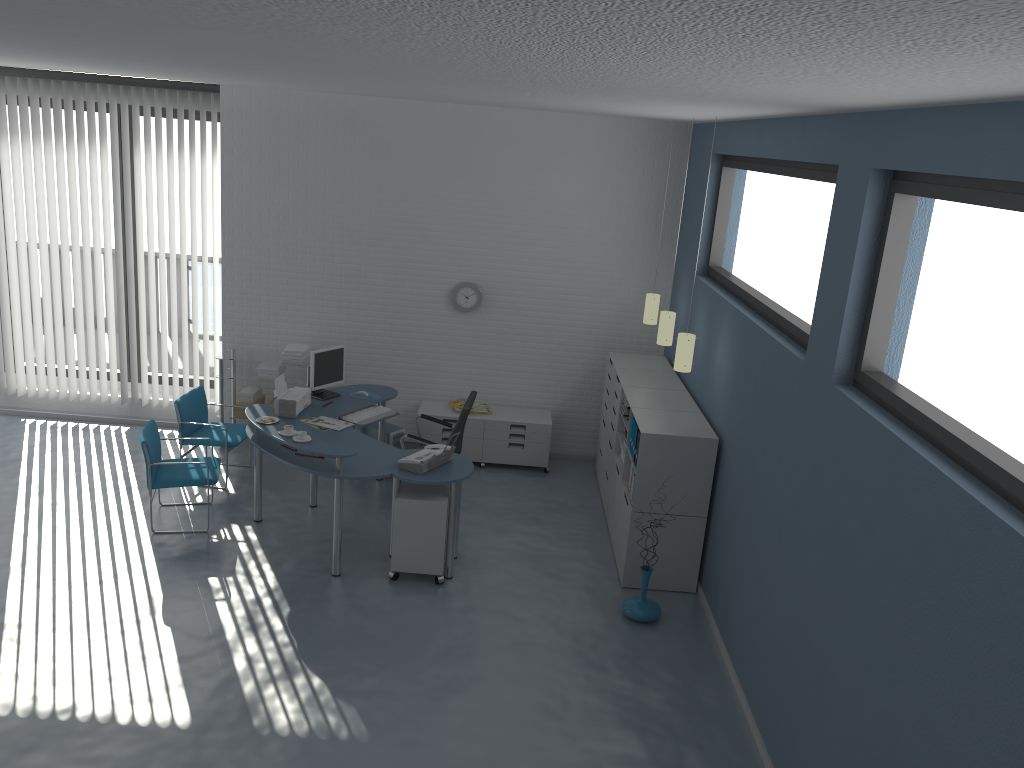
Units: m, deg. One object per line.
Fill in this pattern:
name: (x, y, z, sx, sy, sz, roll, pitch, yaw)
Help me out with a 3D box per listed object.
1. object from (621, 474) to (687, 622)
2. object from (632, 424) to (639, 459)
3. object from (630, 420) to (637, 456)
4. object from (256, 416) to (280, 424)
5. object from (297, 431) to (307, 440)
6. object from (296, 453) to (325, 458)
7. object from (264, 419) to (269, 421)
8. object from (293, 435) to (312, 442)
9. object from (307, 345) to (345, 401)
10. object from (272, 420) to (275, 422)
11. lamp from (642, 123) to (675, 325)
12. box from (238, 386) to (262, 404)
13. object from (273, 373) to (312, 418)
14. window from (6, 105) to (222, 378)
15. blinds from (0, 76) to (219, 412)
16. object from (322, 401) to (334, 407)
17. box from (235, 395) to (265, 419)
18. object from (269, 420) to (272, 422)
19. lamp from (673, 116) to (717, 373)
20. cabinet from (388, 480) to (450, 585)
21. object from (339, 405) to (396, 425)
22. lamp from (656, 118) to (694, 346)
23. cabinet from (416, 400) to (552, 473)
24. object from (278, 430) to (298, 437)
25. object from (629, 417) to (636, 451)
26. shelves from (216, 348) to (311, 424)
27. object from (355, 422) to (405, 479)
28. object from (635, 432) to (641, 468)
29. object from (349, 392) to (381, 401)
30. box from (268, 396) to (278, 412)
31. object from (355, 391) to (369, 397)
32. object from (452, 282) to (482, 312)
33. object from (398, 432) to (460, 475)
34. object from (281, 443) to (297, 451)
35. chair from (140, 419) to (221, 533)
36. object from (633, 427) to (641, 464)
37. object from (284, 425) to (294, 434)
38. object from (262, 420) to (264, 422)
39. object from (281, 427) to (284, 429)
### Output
object: (0.880, 1.072, 5.684, 0.312, 0.972, 0.357, -3, 17, -25)
object: (0.950, 0.414, 6.229, 0.181, 0.247, 0.082, 5, 16, -1)
object: (0.951, 0.392, 6.310, 0.181, 0.247, 0.082, 5, 16, -1)
object: (-1.722, 0.258, 6.252, 0.162, 0.011, 0.162, 18, 21, 40)
object: (-1.403, 0.345, 5.948, 0.062, 0.049, 0.078, 10, 17, 20)
object: (-1.378, 0.489, 6.060, 0.200, 0.010, 0.011, 7, 16, 8)
object: (-1.732, 0.253, 6.255, 0.025, 0.005, 0.027, 6, 16, 4)
object: (-1.408, 0.370, 5.948, 0.119, 0.016, 0.119, -1, 17, -21)
object: (-1.569, -0.103, 7.357, 0.212, 0.417, 0.365, 14, 18, 31)
object: (-1.687, 0.259, 6.262, 0.025, 0.005, 0.027, -5, 19, -32)
lamp: (1.269, -1.383, 7.467, 0.120, 1.786, 0.120, -9, 21, -40)
box: (-2.425, 0.100, 8.221, 0.139, 0.090, 0.234, 6, 16, 4)
object: (-1.722, 0.078, 6.933, 0.197, 0.273, 0.392, 6, 16, 4)
window: (-4.367, -1.387, 8.724, 3.635, 2.562, 0.008, 5, 16, -1)
blinds: (-4.755, -1.315, 8.240, 4.001, 2.955, 0.158, 5, 16, -1)
object: (-1.494, 0.160, 7.192, 0.013, 0.013, 0.178, 9, 16, 16)
box: (-2.434, 0.207, 8.251, 0.207, 0.133, 0.347, 3, 16, -5)
object: (-1.700, 0.259, 6.242, 0.025, 0.005, 0.027, 2, 16, -9)
lamp: (1.255, -0.952, 5.927, 0.120, 1.786, 0.120, -9, 21, -40)
cabinet: (-0.619, 0.994, 6.202, 0.383, 0.605, 0.559, 5, 16, 1)
object: (-1.173, 0.245, 7.213, 0.276, 0.028, 0.478, 14, 18, 29)
lamp: (1.262, -1.168, 6.697, 0.120, 1.786, 0.120, -9, 21, -40)
cabinet: (-0.259, 0.490, 8.330, 1.259, 0.484, 0.447, 4, 16, -1)
object: (-1.520, 0.334, 6.040, 0.119, 0.016, 0.119, 16, 19, 35)
object: (0.952, 0.369, 6.390, 0.181, 0.247, 0.082, 5, 16, -1)
shelves: (-2.247, 0.155, 8.259, 0.896, 0.848, 0.441, 5, 16, 0)
object: (-1.189, 0.564, 7.903, 0.471, 0.422, 0.199, 15, 19, 33)
object: (0.949, 0.459, 6.068, 0.181, 0.247, 0.082, 5, 16, -1)
object: (-1.238, 0.088, 7.502, 0.285, 0.026, 0.213, 8, 16, 12)
box: (-2.141, 0.230, 8.255, 0.207, 0.133, 0.347, 5, 16, -1)
object: (-1.270, 0.078, 7.497, 0.115, 0.035, 0.054, 7, 16, 9)
object: (-0.415, -0.805, 8.201, 0.279, 0.277, 0.041, 5, 16, -1)
object: (-0.545, 0.420, 6.053, 0.399, 0.280, 0.405, 13, 18, 28)
object: (-1.558, 0.437, 6.186, 0.178, 0.013, 0.013, 16, 19, 36)
chair: (-2.463, 0.673, 6.609, 0.543, 0.707, 0.542, 0, 16, -15)
object: (0.950, 0.437, 6.149, 0.181, 0.247, 0.082, 5, 16, -1)
object: (-1.519, 0.309, 6.041, 0.062, 0.049, 0.078, 2, 16, -10)
object: (-1.748, 0.258, 6.249, 0.027, 0.005, 0.025, 16, 19, 35)
object: (-1.567, 0.304, 6.119, 0.025, 0.021, 0.119, -10, 21, -42)
